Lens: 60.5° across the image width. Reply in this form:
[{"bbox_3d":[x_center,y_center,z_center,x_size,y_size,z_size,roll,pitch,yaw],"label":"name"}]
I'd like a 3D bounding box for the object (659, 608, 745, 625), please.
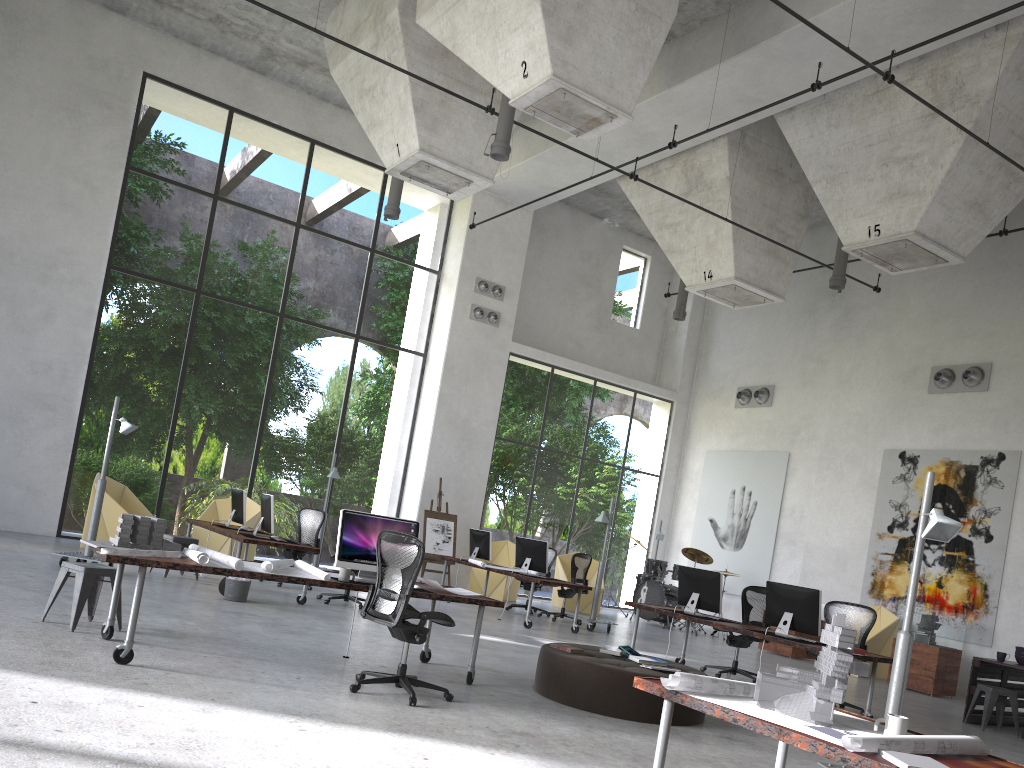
[{"bbox_3d":[2.222,2.745,10.371,0.696,0.008,0.848,15,-11,-29],"label":"object"}]

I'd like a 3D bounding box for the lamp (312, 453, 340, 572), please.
[{"bbox_3d":[-3.202,2.237,14.967,0.586,2.140,0.592,11,-3,-31],"label":"lamp"}]

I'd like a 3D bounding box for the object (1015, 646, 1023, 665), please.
[{"bbox_3d":[6.093,3.236,10.435,0.216,0.213,0.193,13,-6,-30],"label":"object"}]

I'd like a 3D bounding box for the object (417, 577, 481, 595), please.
[{"bbox_3d":[-0.551,1.743,7.576,0.476,0.085,0.435,15,-10,-28],"label":"object"}]

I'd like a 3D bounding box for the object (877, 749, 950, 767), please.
[{"bbox_3d":[1.481,1.385,3.198,0.200,0.023,0.238,10,-9,0],"label":"object"}]

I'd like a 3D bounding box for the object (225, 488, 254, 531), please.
[{"bbox_3d":[-3.793,1.775,12.400,0.382,0.549,0.713,12,-7,-29],"label":"object"}]

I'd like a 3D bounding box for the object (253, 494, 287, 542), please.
[{"bbox_3d":[-3.058,1.700,11.219,0.381,0.549,0.715,12,-7,-24],"label":"object"}]

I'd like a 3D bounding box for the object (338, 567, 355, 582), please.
[{"bbox_3d":[-1.294,1.498,6.889,0.123,0.099,0.088,10,-5,-3],"label":"object"}]

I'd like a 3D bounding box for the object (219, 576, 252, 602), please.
[{"bbox_3d":[-3.223,2.366,10.237,0.299,0.296,0.396,14,-8,-38],"label":"object"}]

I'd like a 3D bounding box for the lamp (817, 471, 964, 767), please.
[{"bbox_3d":[2.490,1.612,5.564,0.581,2.140,0.598,10,-2,-6],"label":"lamp"}]

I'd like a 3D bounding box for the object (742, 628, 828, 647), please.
[{"bbox_3d":[2.946,2.671,9.212,0.696,0.008,0.848,15,-11,-29],"label":"object"}]

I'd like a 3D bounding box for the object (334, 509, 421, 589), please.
[{"bbox_3d":[-1.078,1.363,7.250,0.724,0.549,0.376,14,-6,-30],"label":"object"}]

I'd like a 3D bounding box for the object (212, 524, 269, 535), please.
[{"bbox_3d":[-3.838,2.053,12.392,0.696,0.008,0.848,15,-11,-29],"label":"object"}]

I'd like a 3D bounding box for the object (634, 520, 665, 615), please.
[{"bbox_3d":[3.112,4.058,19.323,0.579,2.140,0.600,10,-2,4],"label":"object"}]

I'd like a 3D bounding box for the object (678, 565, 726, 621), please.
[{"bbox_3d":[2.266,2.466,10.380,0.382,0.549,0.713,12,-7,-29],"label":"object"}]

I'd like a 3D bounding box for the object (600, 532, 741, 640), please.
[{"bbox_3d":[3.265,4.028,17.790,2.952,1.731,1.914,3,-9,43],"label":"object"}]

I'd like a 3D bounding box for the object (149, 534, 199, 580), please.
[{"bbox_3d":[-4.411,2.273,11.564,0.453,0.528,0.483,5,-7,43],"label":"object"}]

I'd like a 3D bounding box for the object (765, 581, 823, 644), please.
[{"bbox_3d":[2.990,2.393,9.221,0.382,0.549,0.713,12,-7,-29],"label":"object"}]

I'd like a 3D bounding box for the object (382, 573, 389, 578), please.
[{"bbox_3d":[-2.310,3.156,16.527,0.436,1.202,0.418,8,-3,36],"label":"object"}]

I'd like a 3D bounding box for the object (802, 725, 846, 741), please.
[{"bbox_3d":[1.302,1.423,3.573,0.135,0.008,0.204,13,-10,-19],"label":"object"}]

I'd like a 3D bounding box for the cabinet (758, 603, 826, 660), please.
[{"bbox_3d":[4.934,4.280,15.443,0.753,1.007,0.732,13,-5,-31],"label":"cabinet"}]

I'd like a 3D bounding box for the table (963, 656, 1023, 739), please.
[{"bbox_3d":[6.475,3.767,10.195,1.526,0.789,1.598,14,-9,-31],"label":"table"}]

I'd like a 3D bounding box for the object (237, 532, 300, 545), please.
[{"bbox_3d":[-3.103,1.978,11.210,0.695,0.008,0.850,14,-10,-24],"label":"object"}]

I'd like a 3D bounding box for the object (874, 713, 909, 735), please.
[{"bbox_3d":[1.613,1.456,3.728,0.123,0.099,0.088,10,-5,-3],"label":"object"}]

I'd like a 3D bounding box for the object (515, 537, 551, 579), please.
[{"bbox_3d":[0.347,2.661,13.453,0.383,0.549,0.711,13,-7,-40],"label":"object"}]

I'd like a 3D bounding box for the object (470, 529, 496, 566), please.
[{"bbox_3d":[-0.474,2.744,14.768,0.382,0.549,0.713,12,-7,-29],"label":"object"}]

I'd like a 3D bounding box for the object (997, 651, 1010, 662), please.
[{"bbox_3d":[5.763,3.210,10.321,0.102,0.109,0.129,14,-8,-40],"label":"object"}]

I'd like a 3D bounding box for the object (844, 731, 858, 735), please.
[{"bbox_3d":[1.432,1.453,3.627,0.125,0.010,0.011,0,-11,44],"label":"object"}]

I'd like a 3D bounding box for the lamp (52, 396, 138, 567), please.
[{"bbox_3d":[-5.005,1.208,10.720,0.596,2.140,0.583,10,-2,1],"label":"lamp"}]

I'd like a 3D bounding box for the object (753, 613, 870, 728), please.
[{"bbox_3d":[1.332,1.263,3.917,0.360,0.517,0.499,9,-5,4],"label":"object"}]

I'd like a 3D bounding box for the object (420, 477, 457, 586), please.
[{"bbox_3d":[-1.402,2.814,16.470,0.702,2.131,0.680,11,-3,-30],"label":"object"}]

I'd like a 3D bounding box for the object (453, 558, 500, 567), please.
[{"bbox_3d":[-0.519,3.023,14.759,0.696,0.008,0.848,15,-11,-29],"label":"object"}]

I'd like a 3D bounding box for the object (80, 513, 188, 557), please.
[{"bbox_3d":[-2.763,1.101,6.594,0.749,0.303,0.431,17,-10,-41],"label":"object"}]

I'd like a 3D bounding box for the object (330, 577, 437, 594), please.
[{"bbox_3d":[-1.126,1.641,7.238,0.860,0.008,0.687,15,-11,-30],"label":"object"}]

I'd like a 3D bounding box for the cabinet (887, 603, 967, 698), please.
[{"bbox_3d":[6.214,3.991,13.163,0.602,1.247,0.740,12,-4,-31],"label":"cabinet"}]

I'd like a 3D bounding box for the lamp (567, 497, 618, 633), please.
[{"bbox_3d":[1.441,2.876,14.071,0.603,2.140,0.575,11,-3,-31],"label":"lamp"}]

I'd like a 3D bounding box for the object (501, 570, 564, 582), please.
[{"bbox_3d":[0.303,2.940,13.445,0.699,0.008,0.845,18,-12,-39],"label":"object"}]
